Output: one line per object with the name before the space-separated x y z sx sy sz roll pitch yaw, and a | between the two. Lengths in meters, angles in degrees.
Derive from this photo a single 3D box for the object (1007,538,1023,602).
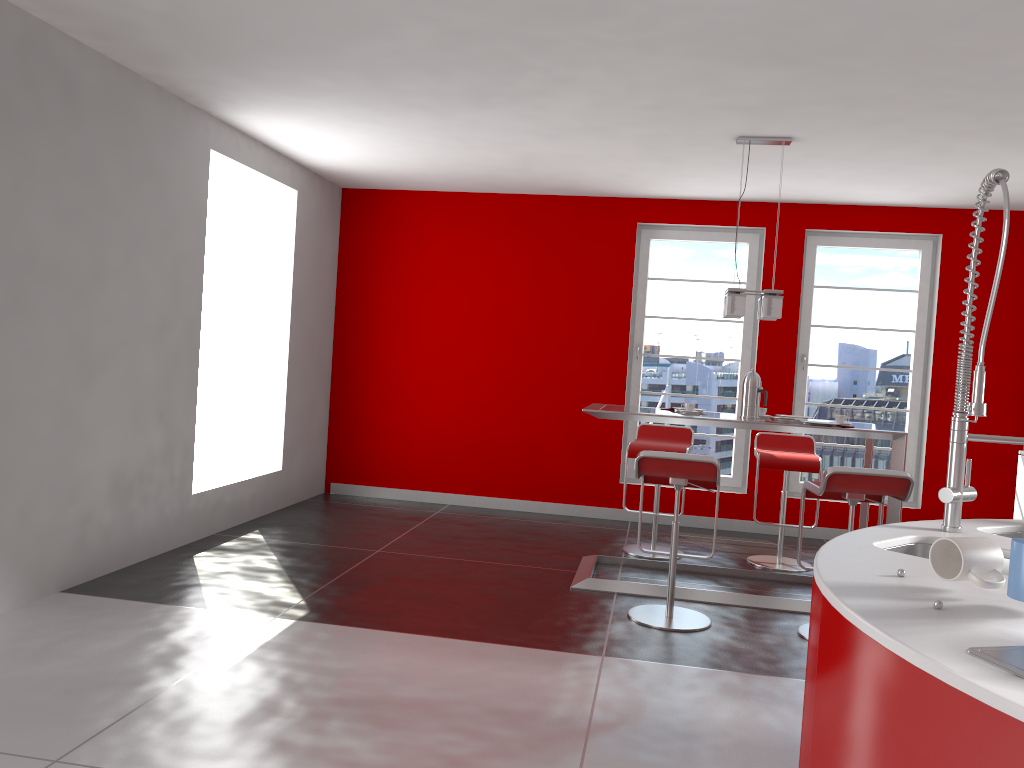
object | 0.914 0.326 1.527 0.080 0.100 0.109 3 2 -18

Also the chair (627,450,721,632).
chair | 0.812 0.753 4.427 0.418 0.857 0.460 4 2 14

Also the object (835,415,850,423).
object | 1.849 0.199 4.971 0.078 0.049 0.062 4 2 9

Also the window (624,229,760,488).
window | 1.449 -0.214 7.176 0.938 2.038 0.117 4 2 9

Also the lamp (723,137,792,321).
lamp | 1.412 -0.892 5.102 0.304 1.025 0.304 4 2 9

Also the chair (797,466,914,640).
chair | 1.634 0.810 4.285 0.418 0.857 0.460 4 2 5

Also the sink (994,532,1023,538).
sink | 1.454 0.513 2.294 0.326 0.172 0.428 3 2 -30

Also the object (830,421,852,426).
object | 1.840 0.223 4.973 0.119 0.016 0.119 5 2 29

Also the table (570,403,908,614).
table | 1.257 0.688 5.160 1.700 1.000 0.800 4 2 9

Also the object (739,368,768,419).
object | 1.393 0.053 5.099 0.149 0.287 0.113 4 2 17

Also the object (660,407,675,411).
object | 0.952 0.152 5.455 0.095 0.012 0.234 4 2 8

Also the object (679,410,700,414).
object | 1.044 0.164 5.220 0.119 0.016 0.119 3 2 -10

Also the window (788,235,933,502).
window | 2.729 -0.126 6.963 0.938 2.038 0.117 4 2 9

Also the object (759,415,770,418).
object | 1.475 0.191 5.253 0.119 0.016 0.119 4 2 7

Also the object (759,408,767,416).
object | 1.472 0.166 5.258 0.062 0.049 0.078 2 2 -41

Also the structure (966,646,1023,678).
structure | 0.910 0.387 1.200 0.457 0.037 0.303 3 2 -16

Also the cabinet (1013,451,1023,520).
cabinet | 3.313 0.895 4.656 0.610 0.880 1.802 4 2 9

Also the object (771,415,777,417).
object | 1.560 0.194 5.360 0.095 0.012 0.234 4 2 8

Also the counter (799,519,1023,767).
counter | 1.698 0.878 1.817 1.868 0.880 2.865 5 2 43

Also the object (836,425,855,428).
object | 1.803 0.227 4.784 0.095 0.012 0.234 4 2 10

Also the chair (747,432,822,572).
chair | 1.809 0.772 5.908 0.418 0.857 0.460 4 2 12

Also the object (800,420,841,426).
object | 1.669 0.216 4.812 0.217 0.015 0.217 2 2 -44

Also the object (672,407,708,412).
object | 1.088 0.160 5.429 0.217 0.015 0.217 5 2 33

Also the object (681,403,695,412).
object | 1.039 0.140 5.223 0.078 0.049 0.062 5 2 32

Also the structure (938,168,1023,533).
structure | 1.216 -0.069 2.259 0.308 0.920 0.178 2 2 -37

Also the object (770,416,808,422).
object | 1.579 0.203 5.059 0.217 0.015 0.217 2 2 -43

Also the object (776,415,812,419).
object | 1.696 0.202 5.334 0.217 0.015 0.217 3 2 -15

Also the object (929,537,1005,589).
object | 0.853 0.327 1.642 0.100 0.080 0.109 3 2 -21

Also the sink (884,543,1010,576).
sink | 1.058 0.496 2.011 0.326 0.172 0.428 2 2 -42

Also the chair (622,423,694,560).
chair | 0.992 0.716 6.024 0.418 0.857 0.460 4 2 17
